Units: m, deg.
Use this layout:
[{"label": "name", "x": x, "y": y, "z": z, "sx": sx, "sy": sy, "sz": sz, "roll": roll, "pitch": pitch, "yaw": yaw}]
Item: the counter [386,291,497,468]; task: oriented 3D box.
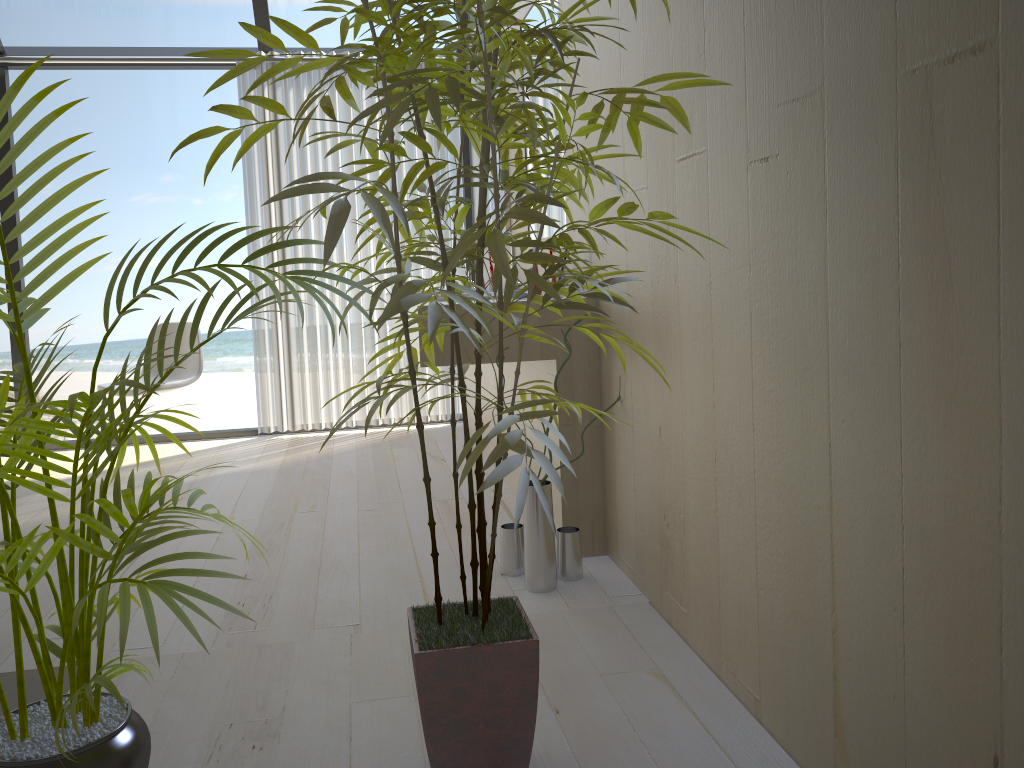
[{"label": "counter", "x": -0.302, "y": -0.055, "z": 4.364, "sx": 0.551, "sy": 0.787, "sz": 1.211, "roll": -3, "pitch": 6, "yaw": -10}]

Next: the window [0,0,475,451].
[{"label": "window", "x": -2.429, "y": -1.009, "z": 4.431, "sx": 4.562, "sy": 2.802, "sz": 0.748, "roll": -3, "pitch": 4, "yaw": -10}]

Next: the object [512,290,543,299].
[{"label": "object", "x": 0.045, "y": -0.277, "z": 2.730, "sx": 0.104, "sy": 0.029, "sz": 0.033, "roll": 2, "pitch": 7, "yaw": 30}]

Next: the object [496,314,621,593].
[{"label": "object", "x": 0.156, "y": 0.179, "z": 2.475, "sx": 0.407, "sy": 0.746, "sz": 0.274, "roll": -4, "pitch": 5, "yaw": -22}]

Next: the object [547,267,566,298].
[{"label": "object", "x": 0.138, "y": -0.312, "z": 2.723, "sx": 0.058, "sy": 0.100, "sz": 0.059, "roll": -2, "pitch": 5, "yaw": 0}]

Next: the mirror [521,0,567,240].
[{"label": "mirror", "x": 0.121, "y": -0.970, "z": 3.243, "sx": 0.023, "sy": 0.865, "sz": 0.656, "roll": -3, "pitch": 5, "yaw": -10}]

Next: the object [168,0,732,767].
[{"label": "object", "x": -0.032, "y": -0.196, "z": 1.465, "sx": 0.786, "sy": 1.749, "sz": 0.940, "roll": -1, "pitch": 5, "yaw": 15}]

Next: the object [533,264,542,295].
[{"label": "object", "x": 0.075, "y": -0.336, "z": 2.801, "sx": 0.039, "sy": 0.134, "sz": 0.039, "roll": 0, "pitch": 5, "yaw": 31}]

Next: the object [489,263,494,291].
[{"label": "object", "x": -0.090, "y": -0.491, "z": 4.088, "sx": 0.039, "sy": 0.134, "sz": 0.039, "roll": 1, "pitch": 5, "yaw": 39}]

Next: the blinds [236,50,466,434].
[{"label": "blinds", "x": -0.858, "y": -0.793, "z": 4.925, "sx": 1.183, "sy": 2.062, "sz": 0.084, "roll": -3, "pitch": 4, "yaw": -10}]

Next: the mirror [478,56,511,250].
[{"label": "mirror", "x": -0.089, "y": -1.088, "z": 4.257, "sx": 0.023, "sy": 0.865, "sz": 0.656, "roll": -3, "pitch": 5, "yaw": -10}]

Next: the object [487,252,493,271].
[{"label": "object", "x": -0.092, "y": -0.490, "z": 3.879, "sx": 0.012, "sy": 0.177, "sz": 0.050, "roll": 0, "pitch": 5, "yaw": 29}]

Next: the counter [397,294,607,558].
[{"label": "counter", "x": -0.089, "y": 0.084, "z": 3.179, "sx": 0.551, "sy": 0.787, "sz": 1.211, "roll": -3, "pitch": 6, "yaw": -10}]

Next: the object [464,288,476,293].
[{"label": "object", "x": -0.169, "y": -0.417, "z": 3.915, "sx": 0.104, "sy": 0.029, "sz": 0.033, "roll": 2, "pitch": 7, "yaw": 30}]

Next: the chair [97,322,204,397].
[{"label": "chair", "x": -1.792, "y": -0.125, "z": 4.437, "sx": 0.369, "sy": 0.346, "sz": 0.457, "roll": -1, "pitch": 6, "yaw": 18}]

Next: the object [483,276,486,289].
[{"label": "object", "x": -0.139, "y": -0.476, "z": 3.986, "sx": 0.039, "sy": 0.134, "sz": 0.039, "roll": 1, "pitch": 5, "yaw": 39}]

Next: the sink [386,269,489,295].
[{"label": "sink", "x": -0.360, "y": -0.460, "z": 4.295, "sx": 0.504, "sy": 0.417, "sz": 0.576, "roll": -3, "pitch": 6, "yaw": -7}]

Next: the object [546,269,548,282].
[{"label": "object", "x": 0.123, "y": -0.351, "z": 2.903, "sx": 0.039, "sy": 0.134, "sz": 0.039, "roll": 0, "pitch": 5, "yaw": 31}]

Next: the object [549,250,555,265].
[{"label": "object", "x": 0.121, "y": -0.350, "z": 2.694, "sx": 0.012, "sy": 0.177, "sz": 0.050, "roll": 0, "pitch": 5, "yaw": 29}]

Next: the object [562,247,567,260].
[{"label": "object", "x": 0.151, "y": -0.352, "z": 2.715, "sx": 0.054, "sy": 0.174, "sz": 0.012, "roll": -1, "pitch": 4, "yaw": 15}]

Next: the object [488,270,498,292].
[{"label": "object", "x": -0.076, "y": -0.451, "z": 3.908, "sx": 0.058, "sy": 0.100, "sz": 0.059, "roll": -3, "pitch": 5, "yaw": -3}]

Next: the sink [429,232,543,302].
[{"label": "sink", "x": -0.146, "y": -0.321, "z": 3.110, "sx": 0.504, "sy": 0.417, "sz": 0.576, "roll": -3, "pitch": 6, "yaw": -7}]

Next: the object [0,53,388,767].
[{"label": "object", "x": -0.749, "y": 0.140, "z": 1.313, "sx": 0.916, "sy": 1.152, "sz": 0.754, "roll": 0, "pitch": 5, "yaw": 24}]
